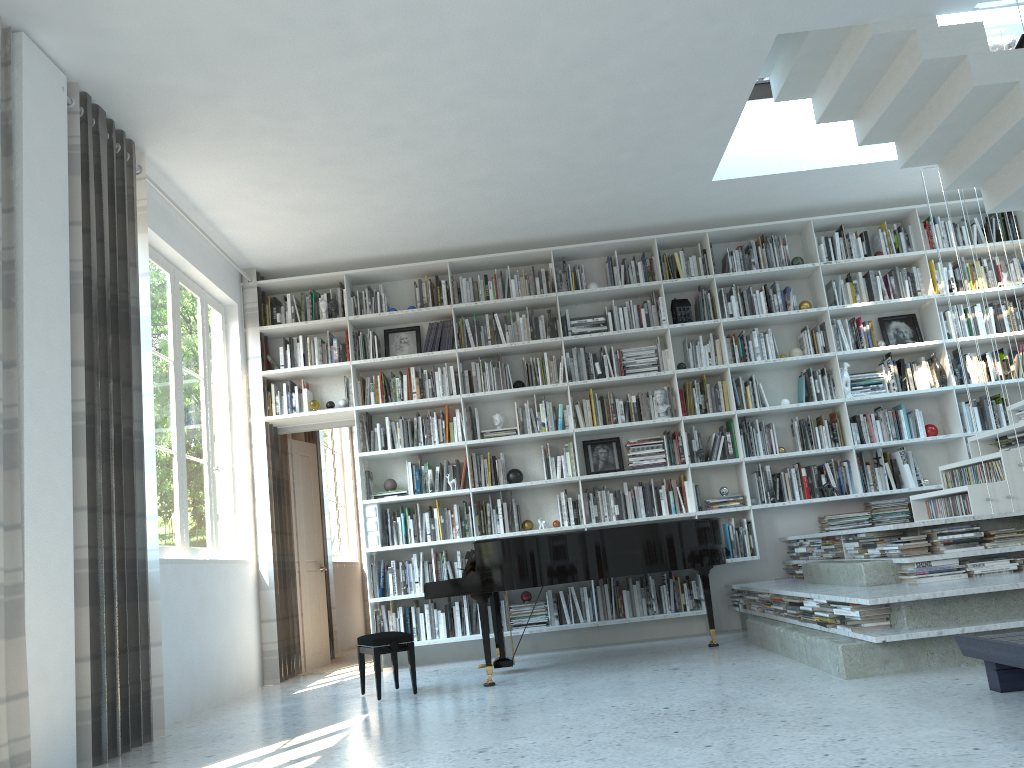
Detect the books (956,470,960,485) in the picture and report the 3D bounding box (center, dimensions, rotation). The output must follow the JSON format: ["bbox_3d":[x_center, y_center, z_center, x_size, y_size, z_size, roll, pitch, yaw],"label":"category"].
[{"bbox_3d":[2.986,0.616,5.807,0.125,0.125,0.008,-6,-11,1],"label":"books"}]

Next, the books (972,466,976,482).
[{"bbox_3d":[2.979,0.573,5.593,0.125,0.125,0.008,-6,-11,1],"label":"books"}]

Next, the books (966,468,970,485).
[{"bbox_3d":[2.982,0.590,5.678,0.125,0.125,0.010,-6,-11,1],"label":"books"}]

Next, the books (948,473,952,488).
[{"bbox_3d":[2.990,0.641,5.929,0.125,0.125,0.008,-6,-11,1],"label":"books"}]

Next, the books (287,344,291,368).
[{"bbox_3d":[-1.791,-0.192,7.220,0.022,0.228,0.172,-6,-11,1],"label":"books"}]

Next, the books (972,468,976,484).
[{"bbox_3d":[2.979,0.574,5.600,0.125,0.125,0.007,-6,-11,1],"label":"books"}]

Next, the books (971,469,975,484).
[{"bbox_3d":[2.980,0.577,5.615,0.125,0.125,0.008,-6,-11,1],"label":"books"}]

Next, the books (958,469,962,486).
[{"bbox_3d":[2.985,0.612,5.784,0.125,0.125,0.007,-6,-11,1],"label":"books"}]

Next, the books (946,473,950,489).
[{"bbox_3d":[2.991,0.647,5.958,0.125,0.125,0.008,-6,-11,1],"label":"books"}]

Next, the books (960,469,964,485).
[{"bbox_3d":[2.984,0.606,5.755,0.125,0.125,0.008,-6,-11,1],"label":"books"}]

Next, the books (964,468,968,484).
[{"bbox_3d":[2.983,0.595,5.700,0.125,0.125,0.010,-6,-11,1],"label":"books"}]

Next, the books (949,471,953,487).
[{"bbox_3d":[2.989,0.637,5.907,0.125,0.125,0.007,-6,-11,1],"label":"books"}]

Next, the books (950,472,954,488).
[{"bbox_3d":[2.989,0.635,5.899,0.125,0.125,0.008,-6,-11,1],"label":"books"}]

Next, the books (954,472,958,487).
[{"bbox_3d":[2.987,0.624,5.844,0.125,0.125,0.009,-6,-11,1],"label":"books"}]

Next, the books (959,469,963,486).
[{"bbox_3d":[2.985,0.609,5.769,0.125,0.125,0.007,-6,-11,1],"label":"books"}]

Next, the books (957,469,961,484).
[{"bbox_3d":[2.986,0.613,5.791,0.125,0.125,0.008,-6,-11,1],"label":"books"}]

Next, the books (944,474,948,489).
[{"bbox_3d":[2.992,0.653,5.987,0.125,0.125,0.007,-6,-11,1],"label":"books"}]

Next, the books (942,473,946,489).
[{"bbox_3d":[2.993,0.658,6.010,0.125,0.125,0.008,-6,-11,1],"label":"books"}]

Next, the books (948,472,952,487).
[{"bbox_3d":[2.990,0.640,5.921,0.125,0.125,0.007,-6,-11,1],"label":"books"}]

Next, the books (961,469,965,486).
[{"bbox_3d":[2.984,0.604,5.748,0.125,0.125,0.008,-6,-11,1],"label":"books"}]

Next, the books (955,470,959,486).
[{"bbox_3d":[2.987,0.619,5.821,0.125,0.125,0.008,-6,-11,1],"label":"books"}]

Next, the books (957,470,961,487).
[{"bbox_3d":[2.986,0.615,5.799,0.125,0.125,0.008,-6,-11,1],"label":"books"}]

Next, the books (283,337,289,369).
[{"bbox_3d":[-1.835,-0.218,7.241,0.011,0.296,0.163,-6,-11,1],"label":"books"}]

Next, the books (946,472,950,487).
[{"bbox_3d":[2.991,0.645,5.949,0.125,0.125,0.010,-6,-11,1],"label":"books"}]

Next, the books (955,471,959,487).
[{"bbox_3d":[2.987,0.621,5.829,0.125,0.125,0.007,-6,-11,1],"label":"books"}]

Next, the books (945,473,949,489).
[{"bbox_3d":[2.991,0.650,5.973,0.125,0.125,0.009,-6,-11,1],"label":"books"}]

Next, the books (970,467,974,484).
[{"bbox_3d":[2.980,0.579,5.622,0.125,0.125,0.008,-6,-11,1],"label":"books"}]

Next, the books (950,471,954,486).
[{"bbox_3d":[2.989,0.634,5.891,0.125,0.125,0.008,-6,-11,1],"label":"books"}]

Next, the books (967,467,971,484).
[{"bbox_3d":[2.981,0.587,5.662,0.125,0.125,0.007,-6,-11,1],"label":"books"}]

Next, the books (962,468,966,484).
[{"bbox_3d":[2.983,0.600,5.727,0.125,0.125,0.010,-6,-11,1],"label":"books"}]

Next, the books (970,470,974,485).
[{"bbox_3d":[2.980,0.580,5.629,0.125,0.125,0.008,-6,-11,1],"label":"books"}]

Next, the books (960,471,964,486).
[{"bbox_3d":[2.985,0.607,5.762,0.125,0.125,0.008,-6,-11,1],"label":"books"}]

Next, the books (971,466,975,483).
[{"bbox_3d":[2.980,0.576,5.608,0.125,0.125,0.008,-6,-11,1],"label":"books"}]

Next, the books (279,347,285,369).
[{"bbox_3d":[-1.854,-0.177,7.231,0.034,0.217,0.166,-6,-11,1],"label":"books"}]

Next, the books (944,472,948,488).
[{"bbox_3d":[2.992,0.652,5.980,0.125,0.125,0.008,-6,-11,1],"label":"books"}]

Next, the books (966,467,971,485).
[{"bbox_3d":[2.982,0.588,5.669,0.125,0.125,0.007,-6,-11,1],"label":"books"}]

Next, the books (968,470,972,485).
[{"bbox_3d":[2.981,0.585,5.654,0.125,0.125,0.007,-6,-11,1],"label":"books"}]

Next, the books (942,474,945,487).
[{"bbox_3d":[2.993,0.659,6.018,0.125,0.125,0.009,-6,-11,1],"label":"books"}]

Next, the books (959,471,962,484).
[{"bbox_3d":[2.985,0.610,5.776,0.125,0.125,0.007,-6,-11,1],"label":"books"}]

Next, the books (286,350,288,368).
[{"bbox_3d":[-1.812,-0.167,7.243,0.024,0.192,0.138,-6,-11,1],"label":"books"}]

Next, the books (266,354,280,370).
[{"bbox_3d":[-1.929,-0.147,7.239,0.121,0.175,0.129,-6,-11,1],"label":"books"}]

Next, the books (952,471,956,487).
[{"bbox_3d":[2.988,0.630,5.871,0.125,0.125,0.010,-6,-11,1],"label":"books"}]

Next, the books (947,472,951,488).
[{"bbox_3d":[2.990,0.644,5.940,0.125,0.125,0.012,-6,-11,1],"label":"books"}]

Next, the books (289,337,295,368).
[{"bbox_3d":[-1.772,-0.222,7.221,0.023,0.282,0.186,-6,-11,1],"label":"books"}]

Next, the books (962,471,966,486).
[{"bbox_3d":[2.984,0.602,5.738,0.125,0.125,0.012,-6,-11,1],"label":"books"}]

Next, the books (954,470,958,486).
[{"bbox_3d":[2.987,0.622,5.837,0.125,0.125,0.009,-6,-11,1],"label":"books"}]

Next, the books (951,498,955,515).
[{"bbox_3d":[2.853,0.768,5.609,0.125,0.125,0.008,-6,-11,1],"label":"books"}]

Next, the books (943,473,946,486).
[{"bbox_3d":[2.992,0.656,6.002,0.125,0.125,0.009,-6,-11,1],"label":"books"}]

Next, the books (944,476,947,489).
[{"bbox_3d":[2.992,0.655,5.994,0.125,0.125,0.008,-6,-11,1],"label":"books"}]

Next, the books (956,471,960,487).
[{"bbox_3d":[2.986,0.618,5.815,0.125,0.125,0.008,-6,-11,1],"label":"books"}]

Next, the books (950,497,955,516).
[{"bbox_3d":[2.853,0.770,5.617,0.125,0.125,0.008,-6,-11,1],"label":"books"}]

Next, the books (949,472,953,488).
[{"bbox_3d":[2.989,0.638,5.914,0.125,0.125,0.007,-6,-11,1],"label":"books"}]

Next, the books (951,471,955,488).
[{"bbox_3d":[2.988,0.632,5.882,0.125,0.125,0.010,-6,-11,1],"label":"books"}]

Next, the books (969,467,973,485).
[{"bbox_3d":[2.981,0.582,5.637,0.125,0.125,0.008,-6,-11,1],"label":"books"}]

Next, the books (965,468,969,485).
[{"bbox_3d":[2.982,0.592,5.689,0.125,0.125,0.014,-6,-11,1],"label":"books"}]

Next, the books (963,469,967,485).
[{"bbox_3d":[2.983,0.598,5.719,0.125,0.125,0.009,-6,-11,1],"label":"books"}]

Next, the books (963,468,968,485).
[{"bbox_3d":[2.983,0.596,5.710,0.125,0.125,0.007,-6,-11,1],"label":"books"}]

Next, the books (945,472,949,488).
[{"bbox_3d":[2.991,0.649,5.965,0.125,0.125,0.007,-6,-11,1],"label":"books"}]

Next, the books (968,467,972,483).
[{"bbox_3d":[2.981,0.584,5.647,0.125,0.125,0.010,-6,-11,1],"label":"books"}]
